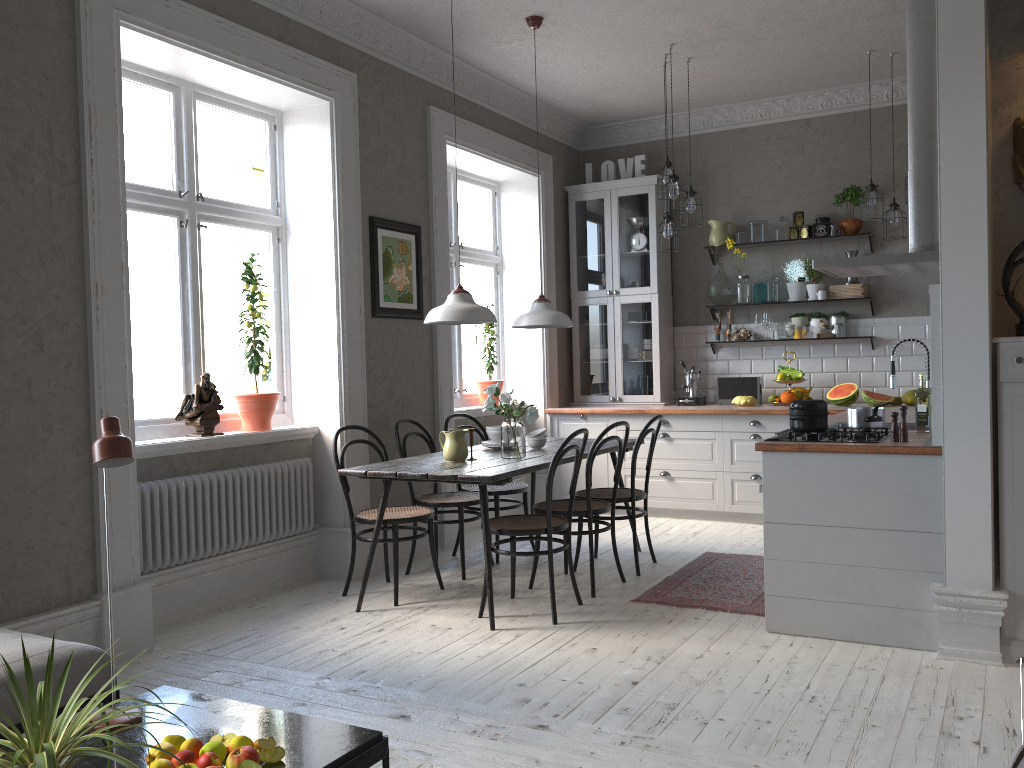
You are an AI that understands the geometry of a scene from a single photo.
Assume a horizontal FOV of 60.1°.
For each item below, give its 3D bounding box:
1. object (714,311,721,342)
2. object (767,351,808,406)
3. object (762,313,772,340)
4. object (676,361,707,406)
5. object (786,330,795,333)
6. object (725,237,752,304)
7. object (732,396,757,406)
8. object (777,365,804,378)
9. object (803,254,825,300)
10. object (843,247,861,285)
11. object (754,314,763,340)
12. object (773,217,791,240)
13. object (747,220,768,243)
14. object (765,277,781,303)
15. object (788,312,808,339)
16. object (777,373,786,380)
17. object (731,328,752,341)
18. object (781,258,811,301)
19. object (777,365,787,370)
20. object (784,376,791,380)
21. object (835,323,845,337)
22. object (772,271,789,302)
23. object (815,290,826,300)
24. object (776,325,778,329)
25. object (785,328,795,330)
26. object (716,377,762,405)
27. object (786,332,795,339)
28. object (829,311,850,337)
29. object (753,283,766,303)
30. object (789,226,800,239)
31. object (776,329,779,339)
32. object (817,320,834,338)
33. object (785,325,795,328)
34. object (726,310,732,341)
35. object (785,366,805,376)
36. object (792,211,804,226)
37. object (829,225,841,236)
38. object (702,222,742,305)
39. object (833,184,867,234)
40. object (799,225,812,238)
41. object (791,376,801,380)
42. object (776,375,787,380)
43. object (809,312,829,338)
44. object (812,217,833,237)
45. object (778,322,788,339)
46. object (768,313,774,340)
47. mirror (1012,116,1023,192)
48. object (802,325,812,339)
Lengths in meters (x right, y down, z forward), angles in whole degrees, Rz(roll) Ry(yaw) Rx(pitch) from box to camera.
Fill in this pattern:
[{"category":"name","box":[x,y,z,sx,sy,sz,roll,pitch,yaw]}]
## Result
[{"category":"object","box":[1.722,-0.482,7.410,0.053,0.264,0.061,-2,1,0]},{"category":"object","box":[2.178,-0.045,6.944,0.348,0.425,0.355,-1,1,14]},{"category":"object","box":[2.051,-0.463,7.126,0.081,0.217,0.082,-1,1,15]},{"category":"object","box":[1.456,-0.008,7.273,0.202,0.370,0.359,-1,2,29]},{"category":"object","box":[2.210,-0.400,7.031,0.076,0.051,0.078,-1,1,22]},{"category":"object","box":[1.836,-0.919,7.186,0.189,0.540,0.285,-1,2,21]},{"category":"object","box":[1.823,0.133,6.948,0.193,0.083,0.192,-1,2,29]},{"category":"object","box":[2.175,-0.100,6.913,0.206,0.101,0.068,-1,2,35]},{"category":"object","box":[2.390,-0.847,6.998,0.185,0.380,0.168,-2,1,-10]},{"category":"object","box":[2.644,-0.914,6.888,0.129,0.287,0.132,-1,1,14]},{"category":"object","box":[2.021,-0.466,7.251,0.081,0.217,0.082,-1,1,15]},{"category":"object","box":[2.197,-1.250,7.199,0.141,0.220,0.138,-2,1,-12]},{"category":"object","box":[1.996,-1.227,7.198,0.175,0.184,0.169,-2,2,-22]},{"category":"object","box":[2.097,-0.755,7.116,0.127,0.206,0.122,-3,2,-39]},{"category":"object","box":[2.303,-0.471,7.125,0.155,0.217,0.157,-1,1,9]},{"category":"object","box":[2.101,-0.055,6.904,0.080,0.069,0.058,-3,2,-42]},{"category":"object","box":[1.884,-0.408,7.280,0.176,0.111,0.096,-1,1,6]},{"category":"object","box":[2.302,-0.835,7.106,0.239,0.354,0.239,-3,2,-43]},{"category":"object","box":[2.120,-0.121,6.947,0.072,0.058,0.051,-1,1,5]},{"category":"object","box":[2.144,-0.033,6.899,0.062,0.061,0.068,-1,2,29]},{"category":"object","box":[2.549,-0.417,6.882,0.076,0.108,0.079,-1,2,22]},{"category":"object","box":[2.192,-0.789,7.237,0.129,0.264,0.134,-1,2,34]},{"category":"object","box":[2.420,-0.693,6.915,0.064,0.071,0.104,-2,2,-31]},{"category":"object","box":[2.183,-0.435,7.181,0.079,0.083,0.076,-3,2,-43]},{"category":"object","box":[2.210,-0.417,7.031,0.079,0.051,0.075,-3,2,-42]},{"category":"object","box":[1.839,0.056,7.171,0.345,0.226,0.089,-1,2,28]},{"category":"object","box":[2.210,-0.383,7.032,0.076,0.051,0.078,-1,1,22]},{"category":"object","box":[2.589,-0.470,6.991,0.156,0.213,0.155,-1,2,26]},{"category":"object","box":[2.035,-0.740,7.253,0.123,0.172,0.128,-1,2,32]},{"category":"object","box":[2.252,-1.195,7.054,0.081,0.113,0.084,-1,2,29]},{"category":"object","box":[2.184,-0.402,7.182,0.079,0.083,0.076,-3,2,-43]},{"category":"object","box":[2.463,-0.433,6.949,0.119,0.147,0.100,-2,1,-4]},{"category":"object","box":[2.209,-0.443,7.030,0.076,0.051,0.078,-1,1,15]},{"category":"object","box":[1.805,-0.483,7.347,0.062,0.264,0.052,-2,2,-25]},{"category":"object","box":[2.234,-0.093,6.960,0.090,0.096,0.177,-3,2,-41]},{"category":"object","box":[2.272,-1.307,7.025,0.082,0.113,0.083,-1,1,9]},{"category":"object","box":[2.505,-1.189,6.859,0.091,0.096,0.076,-1,2,29]},{"category":"object","box":[1.705,-0.987,7.305,0.335,0.674,0.337,-2,1,-3]},{"category":"object","box":[2.632,-1.342,6.844,0.246,0.397,0.255,-3,2,-37]},{"category":"object","box":[2.326,-1.196,7.010,0.081,0.113,0.084,0,2,39]},{"category":"object","box":[2.210,-0.034,6.903,0.075,0.062,0.101,-1,1,2]},{"category":"object","box":[2.126,-0.041,6.978,0.095,0.078,0.102,-1,1,16]},{"category":"object","box":[2.442,-0.469,7.060,0.150,0.214,0.170,-2,2,-31]},{"category":"object","box":[2.457,-1.229,6.997,0.139,0.174,0.144,-1,2,29]},{"category":"object","box":[2.172,-0.427,7.101,0.079,0.139,0.079,-1,1,2]},{"category":"object","box":[2.094,-0.466,7.207,0.081,0.217,0.082,-1,1,15]},{"category":"mirror","box":[2.374,-0.991,3.676,0.523,0.593,0.072,-1,2,28]},{"category":"object","box":[2.337,-0.415,7.026,0.076,0.108,0.079,-1,2,22]}]
